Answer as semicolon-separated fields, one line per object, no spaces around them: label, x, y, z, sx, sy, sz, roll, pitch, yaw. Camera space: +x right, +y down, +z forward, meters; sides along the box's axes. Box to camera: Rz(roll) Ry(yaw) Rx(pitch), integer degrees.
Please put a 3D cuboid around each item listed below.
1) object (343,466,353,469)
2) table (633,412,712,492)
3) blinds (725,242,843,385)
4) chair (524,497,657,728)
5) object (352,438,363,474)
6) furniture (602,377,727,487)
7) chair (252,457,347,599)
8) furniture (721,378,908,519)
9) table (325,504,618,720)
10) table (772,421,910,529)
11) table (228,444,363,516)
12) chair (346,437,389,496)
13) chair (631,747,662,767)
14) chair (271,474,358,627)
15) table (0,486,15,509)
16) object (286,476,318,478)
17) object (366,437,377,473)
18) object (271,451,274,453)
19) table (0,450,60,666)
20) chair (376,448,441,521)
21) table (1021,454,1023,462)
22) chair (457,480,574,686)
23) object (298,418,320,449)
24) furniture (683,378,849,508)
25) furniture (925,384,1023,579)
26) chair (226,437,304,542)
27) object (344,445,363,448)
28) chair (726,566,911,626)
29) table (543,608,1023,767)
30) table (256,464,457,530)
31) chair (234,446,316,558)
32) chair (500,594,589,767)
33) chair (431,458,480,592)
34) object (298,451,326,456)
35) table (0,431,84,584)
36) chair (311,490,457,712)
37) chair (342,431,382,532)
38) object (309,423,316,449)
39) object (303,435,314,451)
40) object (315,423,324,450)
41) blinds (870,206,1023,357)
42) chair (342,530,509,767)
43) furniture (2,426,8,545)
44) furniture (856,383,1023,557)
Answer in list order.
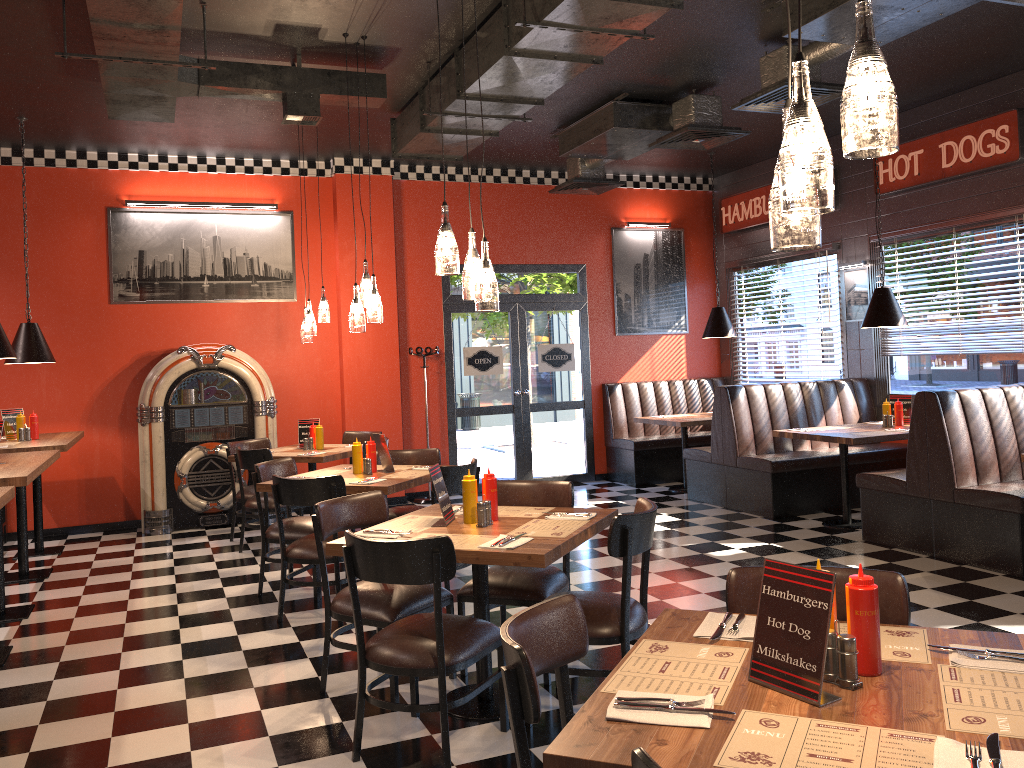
object;-1.082;0.579;6.232;0.157;0.019;0.255;-2;2;23
table;2.332;0.725;9.742;1.693;0.774;0.956;-3;1;-22
blinds;3.053;-0.665;10.066;0.099;1.635;1.867;-2;0;-22
chair;0.353;0.941;3.718;0.544;0.868;0.486;-3;0;20
object;-1.028;0.476;5.887;0.068;0.238;0.068;-2;-1;-17
furniture;2.018;0.525;10.529;1.710;1.155;0.705;-3;0;-22
chair;-1.443;0.951;5.985;0.544;0.868;0.486;-2;0;15
furniture;2.906;0.552;8.313;1.710;1.155;0.705;-3;0;-22
table;-0.118;1.003;3.869;0.959;0.774;0.957;-2;1;23
table;3.225;0.753;7.516;1.693;0.774;0.956;-3;1;-22
table;-1.747;0.960;7.704;0.959;0.774;0.957;-2;1;23
chair;-1.300;0.900;7.501;0.544;0.868;0.486;-2;0;10
chair;0.494;1.003;1.420;0.486;0.868;0.545;-3;0;35
chair;-1.136;0.957;5.341;0.486;0.868;0.545;-3;0;18
table;-2.313;1.003;3.223;0.696;1.000;1.691;-2;1;-22
object;-1.350;0.605;5.716;0.255;0.019;0.157;-2;2;16
object;-0.940;0.471;5.921;0.068;0.238;0.068;-2;-1;-17
object;-2.145;0.584;7.596;0.255;0.019;0.157;-2;2;26
table;-3.098;0.979;5.180;0.696;1.000;1.691;-2;1;-22
chair;-0.744;0.913;6.260;0.486;0.868;0.544;-2;0;1
table;4.108;0.780;5.313;1.693;0.774;0.956;-3;1;-22
chair;0.046;0.935;4.363;0.486;0.868;0.545;-3;0;23
object;-1.801;0.441;7.866;0.188;0.257;0.072;-2;-1;-12
furniture;2.644;0.544;8.968;1.710;1.155;0.705;-3;0;-22
furniture;3.795;0.580;6.097;1.710;1.155;0.705;-3;0;-22
chair;-2.203;0.929;7.823;0.544;0.868;0.487;-3;0;32
object;-1.373;0.544;7.812;0.255;0.019;0.157;-2;2;24
chair;0.816;0.962;2.323;0.486;0.868;0.545;-3;0;17
table;0.700;1.028;1.868;0.956;0.774;0.961;-2;1;23
table;-0.968;0.982;5.833;0.959;0.774;0.957;-2;1;23
chair;-1.965;0.935;7.266;0.486;0.868;0.545;-3;0;43
chair;0.260;0.993;2.085;0.544;0.868;0.486;-2;0;18
chair;-0.471;0.922;5.563;0.544;0.868;0.486;-3;0;27
object;-1.640;0.570;7.323;0.157;0.019;0.255;-2;2;27
table;-3.894;0.954;7.166;0.696;1.000;1.691;-2;1;-22
chair;-0.619;0.970;4.141;0.544;0.868;0.487;-3;0;32
chair;-1.474;0.886;8.207;0.486;0.868;0.545;-3;0;33
object;-1.742;0.451;7.778;0.068;0.238;0.068;-2;-1;-25
object;-1.766;0.507;7.690;0.094;0.136;0.046;-2;-1;-22
object;-1.675;0.450;7.713;0.068;0.238;0.068;-2;-1;-25
blinds;3.935;-0.852;7.849;0.100;1.206;1.868;-2;1;-22
chair;-0.346;0.979;3.443;0.486;0.868;0.545;-3;0;26
furniture;-3.573;0.961;3.946;1.105;1.150;8.752;-3;2;-22
furniture;3.532;0.572;6.751;1.710;1.155;0.705;-3;0;-22
